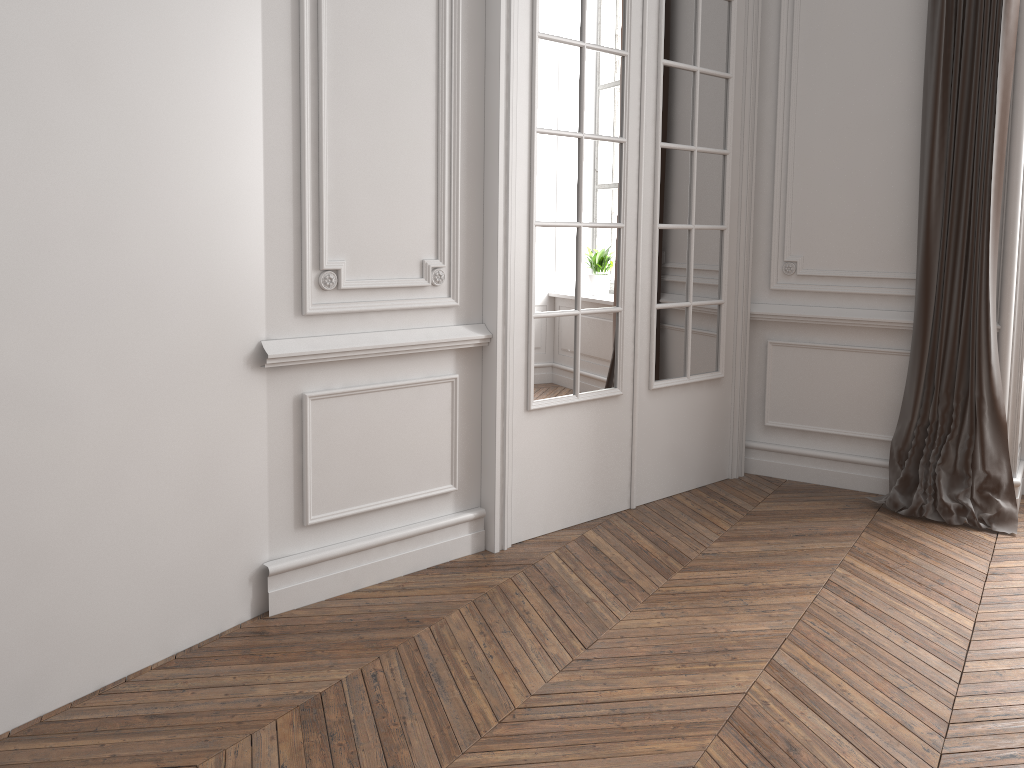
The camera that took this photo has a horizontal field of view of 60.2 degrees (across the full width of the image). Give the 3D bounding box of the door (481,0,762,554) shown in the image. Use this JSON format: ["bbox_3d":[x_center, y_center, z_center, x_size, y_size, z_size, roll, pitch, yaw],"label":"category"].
[{"bbox_3d":[0.507,-0.826,3.576,1.569,2.716,0.086,-5,8,-42],"label":"door"}]

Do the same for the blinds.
[{"bbox_3d":[1.791,-1.002,3.508,0.582,3.080,0.311,5,7,38],"label":"blinds"}]
